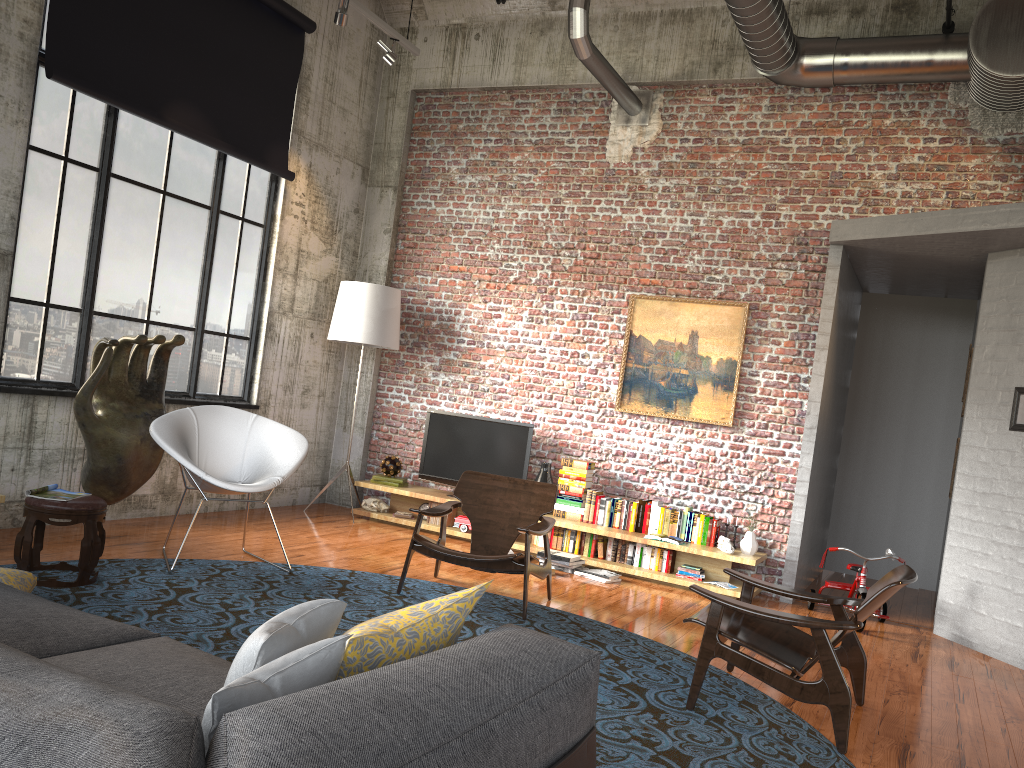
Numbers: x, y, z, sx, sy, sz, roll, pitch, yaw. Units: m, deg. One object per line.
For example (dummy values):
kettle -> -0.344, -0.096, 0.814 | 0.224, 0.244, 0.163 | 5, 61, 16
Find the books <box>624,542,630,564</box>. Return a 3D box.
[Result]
books -> 1.005, 1.455, 7.631 | 0.028, 0.182, 0.120 | 8, 1, 26

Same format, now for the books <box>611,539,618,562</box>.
books -> 0.909, 1.440, 7.674 | 0.043, 0.187, 0.143 | 8, 1, 26

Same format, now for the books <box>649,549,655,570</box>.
books -> 1.208, 1.485, 7.533 | 0.028, 0.174, 0.127 | 8, 1, 26

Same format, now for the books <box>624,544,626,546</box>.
books -> 0.969, 1.462, 7.635 | 0.031, 0.151, 0.105 | 8, 1, 26

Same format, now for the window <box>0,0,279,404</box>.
window -> -2.757, -1.561, 7.054 | 0.050, 3.437, 2.583 | 8, 1, 26

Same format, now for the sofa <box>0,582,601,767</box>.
sofa -> -1.377, 0.803, 2.162 | 2.998, 0.861, 1.364 | 7, 0, 27

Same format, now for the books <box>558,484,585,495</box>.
books -> 0.564, 0.945, 7.989 | 0.246, 0.057, 0.171 | 7, -1, 26

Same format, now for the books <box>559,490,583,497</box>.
books -> 0.556, 0.985, 7.985 | 0.223, 0.026, 0.161 | 7, -1, 26

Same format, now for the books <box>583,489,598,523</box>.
books -> 0.703, 1.085, 7.895 | 0.044, 0.291, 0.176 | 8, 1, 26

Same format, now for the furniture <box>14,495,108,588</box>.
furniture -> -2.546, 0.867, 5.019 | 0.432, 0.477, 0.431 | 8, 0, -19

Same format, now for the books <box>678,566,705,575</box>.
books -> 1.487, 1.542, 7.346 | 0.191, 0.024, 0.132 | 7, -1, 31

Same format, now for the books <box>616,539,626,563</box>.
books -> 0.940, 1.425, 7.645 | 0.033, 0.225, 0.106 | 8, 1, 26

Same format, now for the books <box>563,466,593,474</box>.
books -> 0.596, 0.772, 7.988 | 0.231, 0.037, 0.168 | 7, -1, 26

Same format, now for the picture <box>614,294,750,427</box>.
picture -> 1.484, -0.222, 7.820 | 1.063, 1.065, 0.040 | 8, 1, 25

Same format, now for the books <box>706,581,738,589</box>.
books -> 1.700, 1.624, 7.203 | 0.169, 0.023, 0.230 | 9, -1, -44

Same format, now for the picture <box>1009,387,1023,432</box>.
picture -> 3.651, 0.182, 6.171 | 0.015, 0.316, 0.426 | 7, 0, -14

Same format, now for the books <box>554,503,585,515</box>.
books -> 0.546, 1.121, 7.993 | 0.290, 0.053, 0.176 | 7, -1, 26

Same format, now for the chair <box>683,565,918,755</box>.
chair -> 1.410, 1.239, 4.442 | 1.041, 0.793, 0.876 | 8, 0, 27

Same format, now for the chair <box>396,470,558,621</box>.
chair -> -0.180, 1.044, 5.970 | 0.874, 0.793, 1.044 | 8, 0, 16

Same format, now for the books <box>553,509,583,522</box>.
books -> 0.540, 1.180, 8.003 | 0.284, 0.066, 0.198 | 7, -1, 26

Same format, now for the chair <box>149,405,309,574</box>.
chair -> -1.909, 0.686, 5.937 | 1.059, 1.031, 0.805 | 8, 0, -25

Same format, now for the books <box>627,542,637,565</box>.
books -> 1.035, 1.457, 7.614 | 0.043, 0.186, 0.129 | 8, 1, 26

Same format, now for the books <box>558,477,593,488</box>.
books -> 0.573, 0.887, 7.989 | 0.259, 0.060, 0.180 | 7, -1, 26

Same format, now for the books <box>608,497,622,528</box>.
books -> 0.909, 1.131, 7.805 | 0.034, 0.254, 0.183 | 8, 1, 26

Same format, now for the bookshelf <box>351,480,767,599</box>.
bookshelf -> 0.287, 1.359, 8.023 | 3.838, 0.359, 0.549 | 7, 0, 26

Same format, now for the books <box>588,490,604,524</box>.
books -> 0.748, 1.094, 7.892 | 0.040, 0.285, 0.198 | 8, 1, 26

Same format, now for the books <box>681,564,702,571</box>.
books -> 1.493, 1.522, 7.343 | 0.154, 0.019, 0.108 | 7, -1, 26

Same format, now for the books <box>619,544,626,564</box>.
books -> 0.969, 1.463, 7.635 | 0.036, 0.156, 0.109 | 8, 1, 26

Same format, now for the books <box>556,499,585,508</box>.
books -> 0.544, 1.072, 7.999 | 0.239, 0.045, 0.175 | 7, -1, 26

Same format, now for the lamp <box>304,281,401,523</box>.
lamp -> -1.507, 0.171, 8.570 | 0.695, 2.244, 0.705 | 7, 1, -42

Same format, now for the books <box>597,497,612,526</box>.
books -> 0.821, 1.126, 7.835 | 0.045, 0.240, 0.175 | 8, 1, 26

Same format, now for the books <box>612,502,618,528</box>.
books -> 0.933, 1.149, 7.790 | 0.027, 0.223, 0.161 | 8, 1, 26

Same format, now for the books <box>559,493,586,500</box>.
books -> 0.554, 1.011, 7.989 | 0.223, 0.027, 0.161 | 7, -1, 26

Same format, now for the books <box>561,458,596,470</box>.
books -> 0.602, 0.721, 7.995 | 0.259, 0.066, 0.198 | 7, -1, 26

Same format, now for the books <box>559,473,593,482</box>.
books -> 0.576, 0.840, 7.987 | 0.253, 0.034, 0.183 | 7, -1, 26

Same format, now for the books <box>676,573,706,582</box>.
books -> 1.482, 1.593, 7.343 | 0.214, 0.026, 0.149 | 7, -1, 26

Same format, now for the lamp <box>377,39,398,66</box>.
lamp -> -1.059, -2.853, 7.641 | 0.226, 0.215, 0.102 | 8, 1, -23

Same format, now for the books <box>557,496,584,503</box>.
books -> 0.551, 1.037, 7.988 | 0.250, 0.026, 0.160 | 7, -1, 26

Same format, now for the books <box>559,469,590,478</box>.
books -> 0.579, 0.806, 7.982 | 0.253, 0.034, 0.183 | 7, -1, 26

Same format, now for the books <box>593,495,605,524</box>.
books -> 0.771, 1.114, 7.871 | 0.026, 0.251, 0.160 | 8, 1, 26

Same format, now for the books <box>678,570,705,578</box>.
books -> 1.486, 1.567, 7.343 | 0.214, 0.025, 0.149 | 8, -1, 11

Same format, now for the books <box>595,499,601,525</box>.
books -> 0.788, 1.130, 7.852 | 0.026, 0.223, 0.161 | 8, 1, 26

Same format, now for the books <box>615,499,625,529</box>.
books -> 0.961, 1.141, 7.776 | 0.032, 0.246, 0.171 | 8, 1, 26

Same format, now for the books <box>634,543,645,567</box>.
books -> 1.094, 1.448, 7.589 | 0.040, 0.219, 0.133 | 8, 1, 26

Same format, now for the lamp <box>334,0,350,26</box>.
lamp -> -1.332, -2.906, 6.944 | 0.102, 0.251, 0.165 | 7, 1, -19
